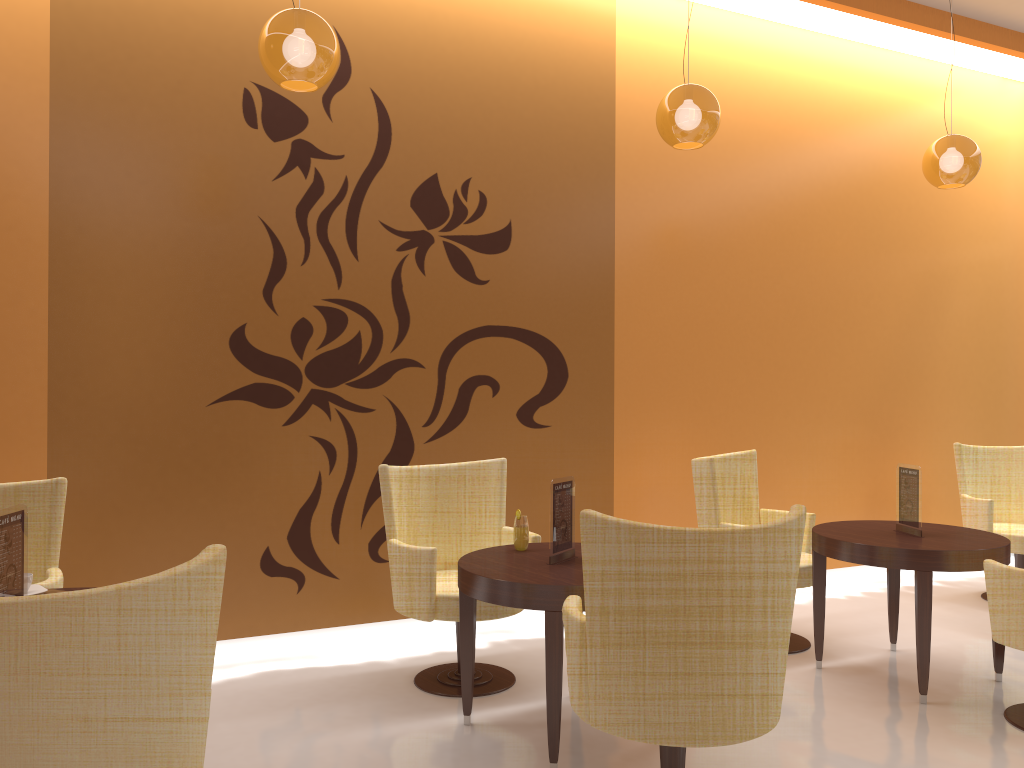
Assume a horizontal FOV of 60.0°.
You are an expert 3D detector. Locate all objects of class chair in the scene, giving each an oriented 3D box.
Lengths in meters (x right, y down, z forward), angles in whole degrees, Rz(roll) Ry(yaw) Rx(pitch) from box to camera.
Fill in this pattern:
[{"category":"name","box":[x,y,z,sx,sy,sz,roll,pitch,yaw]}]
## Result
[{"category":"chair","box":[-2.020,0.871,3.210,0.729,1.017,0.685,0,0,-27]},{"category":"chair","box":[-0.245,0.883,4.217,0.729,1.017,0.685,0,0,-38]},{"category":"chair","box":[-1.031,0.872,1.955,0.729,1.017,0.685,0,0,-29]},{"category":"chair","box":[3.335,0.905,5.845,0.729,1.017,0.685,0,0,6]},{"category":"chair","box":[2.327,0.893,3.606,0.729,1.017,0.685,0,0,-29]},{"category":"chair","box":[0.536,0.882,2.821,0.729,1.017,0.685,0,0,-9]},{"category":"chair","box":[1.339,0.892,4.864,0.685,1.017,0.729,0,0,32]}]

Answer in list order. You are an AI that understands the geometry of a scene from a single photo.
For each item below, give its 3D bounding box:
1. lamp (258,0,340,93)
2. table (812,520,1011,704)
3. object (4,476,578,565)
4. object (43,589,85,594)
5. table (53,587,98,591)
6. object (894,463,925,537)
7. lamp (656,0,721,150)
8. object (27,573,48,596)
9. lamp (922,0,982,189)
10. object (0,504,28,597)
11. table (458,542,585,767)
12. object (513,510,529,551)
[{"category":"lamp","box":[-0.794,-1.864,3.326,0.299,1.500,0.299,0,0,17]},{"category":"table","box":[1.908,1.063,4.284,0.874,0.679,0.872,0,0,10]},{"category":"object","box":[-0.632,0.540,3.142,2.090,0.335,0.187,0,0,-30]},{"category":"object","box":[-1.618,0.691,2.929,0.464,0.021,0.239,0,0,-30]},{"category":"table","box":[-1.450,1.042,2.633,0.874,0.679,0.872,0,0,10]},{"category":"object","box":[1.919,0.556,4.289,0.042,0.335,0.209,0,0,-8]},{"category":"lamp","box":[0.821,-1.854,4.120,0.299,1.500,0.299,0,0,-1]},{"category":"object","box":[-1.616,0.662,2.910,0.153,0.069,0.153,0,0,-43]},{"category":"lamp","box":[2.437,-1.844,4.914,0.299,1.500,0.299,0,0,-26]},{"category":"object","box":[-1.497,0.534,2.645,0.042,0.335,0.209,0,0,-3]},{"category":"table","box":[0.219,1.052,3.569,0.874,0.679,0.872,0,0,5]},{"category":"object","box":[0.037,0.627,3.807,0.072,0.171,0.067,0,0,21]}]
